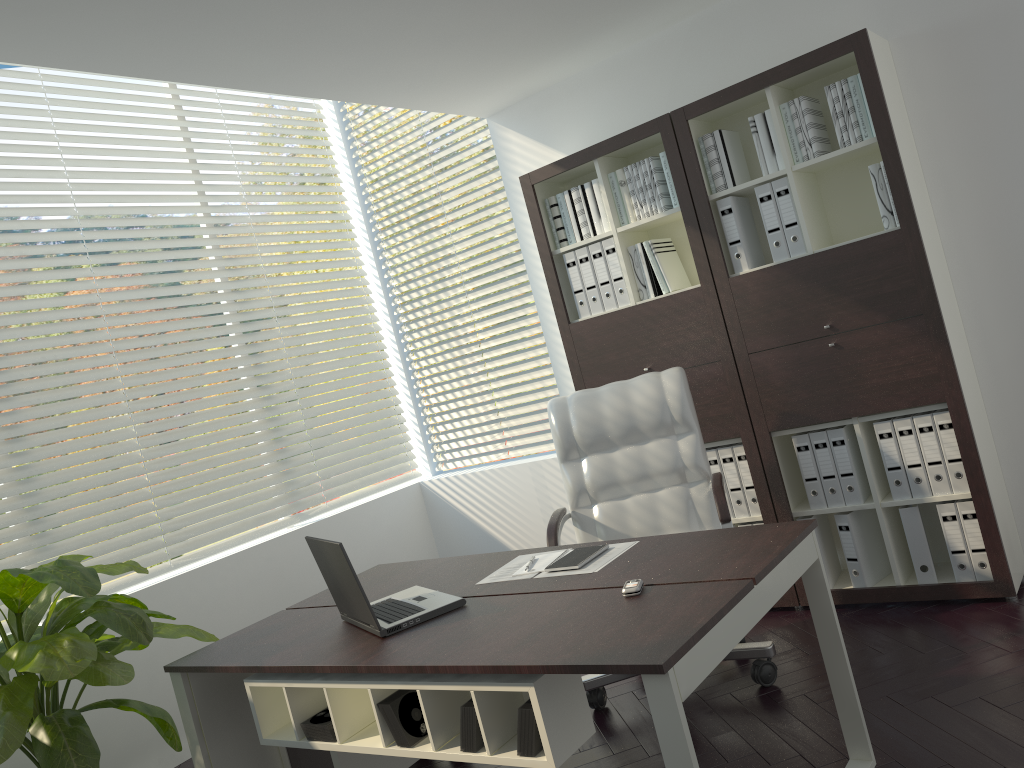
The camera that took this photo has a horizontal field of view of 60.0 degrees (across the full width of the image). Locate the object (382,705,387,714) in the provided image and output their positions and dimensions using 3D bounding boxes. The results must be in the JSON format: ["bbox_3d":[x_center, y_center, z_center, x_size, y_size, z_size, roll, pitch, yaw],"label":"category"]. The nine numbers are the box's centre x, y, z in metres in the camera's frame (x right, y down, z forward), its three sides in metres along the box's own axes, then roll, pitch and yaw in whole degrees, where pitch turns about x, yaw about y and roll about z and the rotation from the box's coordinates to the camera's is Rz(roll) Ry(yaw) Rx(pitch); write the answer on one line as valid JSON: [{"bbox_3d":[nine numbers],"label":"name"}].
[{"bbox_3d":[-0.268,0.867,2.334,0.040,0.113,0.133,-15,1,37],"label":"object"}]

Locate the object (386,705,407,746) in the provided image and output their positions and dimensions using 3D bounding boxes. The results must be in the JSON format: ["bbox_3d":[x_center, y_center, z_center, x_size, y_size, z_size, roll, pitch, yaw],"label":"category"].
[{"bbox_3d":[-0.257,0.864,2.326,0.040,0.113,0.133,-15,1,37],"label":"object"}]

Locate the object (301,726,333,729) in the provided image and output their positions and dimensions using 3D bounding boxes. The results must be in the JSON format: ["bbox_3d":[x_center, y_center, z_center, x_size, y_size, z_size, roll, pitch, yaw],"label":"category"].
[{"bbox_3d":[-0.512,0.949,2.528,0.119,0.002,0.133,-14,1,37],"label":"object"}]

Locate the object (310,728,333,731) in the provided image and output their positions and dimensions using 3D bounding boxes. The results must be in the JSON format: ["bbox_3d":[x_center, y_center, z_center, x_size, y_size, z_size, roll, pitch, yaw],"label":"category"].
[{"bbox_3d":[-0.510,0.953,2.527,0.119,0.002,0.133,-14,1,37],"label":"object"}]

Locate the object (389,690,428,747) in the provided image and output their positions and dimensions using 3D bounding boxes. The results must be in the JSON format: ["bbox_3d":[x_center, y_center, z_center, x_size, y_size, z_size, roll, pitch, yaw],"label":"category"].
[{"bbox_3d":[-0.247,0.861,2.317,0.039,0.113,0.133,-15,1,37],"label":"object"}]

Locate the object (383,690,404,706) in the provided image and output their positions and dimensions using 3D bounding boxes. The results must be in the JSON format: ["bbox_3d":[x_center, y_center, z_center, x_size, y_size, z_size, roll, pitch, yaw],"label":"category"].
[{"bbox_3d":[-0.266,0.866,2.332,0.039,0.113,0.133,-15,1,37],"label":"object"}]

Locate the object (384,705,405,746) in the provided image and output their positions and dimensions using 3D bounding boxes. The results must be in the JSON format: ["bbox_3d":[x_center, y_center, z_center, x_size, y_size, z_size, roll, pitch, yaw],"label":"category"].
[{"bbox_3d":[-0.263,0.866,2.330,0.040,0.113,0.133,-15,1,37],"label":"object"}]

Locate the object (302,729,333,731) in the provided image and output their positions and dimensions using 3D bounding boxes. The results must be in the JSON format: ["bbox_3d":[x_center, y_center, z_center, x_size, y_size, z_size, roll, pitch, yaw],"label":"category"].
[{"bbox_3d":[-0.509,0.955,2.527,0.119,0.002,0.133,-14,1,37],"label":"object"}]

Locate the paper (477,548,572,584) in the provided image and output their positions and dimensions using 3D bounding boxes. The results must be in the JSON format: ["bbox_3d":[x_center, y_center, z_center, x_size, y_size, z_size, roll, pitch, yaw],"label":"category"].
[{"bbox_3d":[0.042,0.589,2.871,0.210,0.001,0.291,-14,1,30],"label":"paper"}]

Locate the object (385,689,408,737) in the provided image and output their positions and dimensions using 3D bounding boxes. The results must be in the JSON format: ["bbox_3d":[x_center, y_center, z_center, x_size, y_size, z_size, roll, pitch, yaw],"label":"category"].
[{"bbox_3d":[-0.259,0.865,2.327,0.039,0.113,0.133,-15,1,37],"label":"object"}]

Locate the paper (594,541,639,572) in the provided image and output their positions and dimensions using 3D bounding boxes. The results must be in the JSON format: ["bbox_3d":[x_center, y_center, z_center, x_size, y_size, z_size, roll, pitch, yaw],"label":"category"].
[{"bbox_3d":[0.241,0.540,2.738,0.210,0.001,0.291,-14,1,35],"label":"paper"}]

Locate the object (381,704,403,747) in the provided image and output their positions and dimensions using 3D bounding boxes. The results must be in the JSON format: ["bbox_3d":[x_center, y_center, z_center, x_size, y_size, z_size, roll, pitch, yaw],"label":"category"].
[{"bbox_3d":[-0.270,0.868,2.335,0.040,0.113,0.133,-15,1,37],"label":"object"}]

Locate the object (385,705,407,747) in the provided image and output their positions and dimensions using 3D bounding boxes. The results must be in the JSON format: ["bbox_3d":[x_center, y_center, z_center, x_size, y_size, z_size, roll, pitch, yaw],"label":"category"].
[{"bbox_3d":[-0.259,0.865,2.327,0.040,0.113,0.133,-15,1,37],"label":"object"}]

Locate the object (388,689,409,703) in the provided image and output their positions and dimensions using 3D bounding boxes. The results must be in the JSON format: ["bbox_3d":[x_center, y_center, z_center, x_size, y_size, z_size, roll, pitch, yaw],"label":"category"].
[{"bbox_3d":[-0.257,0.864,2.325,0.039,0.113,0.133,-15,1,37],"label":"object"}]

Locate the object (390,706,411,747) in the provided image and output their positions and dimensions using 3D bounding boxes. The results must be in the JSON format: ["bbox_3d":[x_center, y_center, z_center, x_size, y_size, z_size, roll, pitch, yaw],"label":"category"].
[{"bbox_3d":[-0.247,0.862,2.317,0.040,0.113,0.133,-15,1,37],"label":"object"}]

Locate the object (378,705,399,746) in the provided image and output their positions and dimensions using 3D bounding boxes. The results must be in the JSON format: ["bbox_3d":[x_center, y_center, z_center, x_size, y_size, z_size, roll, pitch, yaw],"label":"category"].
[{"bbox_3d":[-0.281,0.870,2.344,0.040,0.113,0.133,-15,1,37],"label":"object"}]

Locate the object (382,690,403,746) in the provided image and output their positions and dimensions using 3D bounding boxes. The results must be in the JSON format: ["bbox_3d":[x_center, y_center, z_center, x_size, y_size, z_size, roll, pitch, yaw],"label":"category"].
[{"bbox_3d":[-0.270,0.867,2.335,0.039,0.113,0.133,-15,1,37],"label":"object"}]

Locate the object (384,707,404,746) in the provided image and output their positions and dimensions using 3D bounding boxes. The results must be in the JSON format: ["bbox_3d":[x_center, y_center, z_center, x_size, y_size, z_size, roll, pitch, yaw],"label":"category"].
[{"bbox_3d":[-0.266,0.867,2.333,0.040,0.113,0.133,-15,1,37],"label":"object"}]

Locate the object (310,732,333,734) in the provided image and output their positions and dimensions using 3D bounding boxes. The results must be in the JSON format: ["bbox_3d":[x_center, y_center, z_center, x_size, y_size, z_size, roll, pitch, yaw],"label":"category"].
[{"bbox_3d":[-0.505,0.961,2.526,0.119,0.002,0.133,-14,1,37],"label":"object"}]

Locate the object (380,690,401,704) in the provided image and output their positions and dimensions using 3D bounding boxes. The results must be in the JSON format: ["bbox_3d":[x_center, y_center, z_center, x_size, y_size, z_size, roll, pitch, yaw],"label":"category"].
[{"bbox_3d":[-0.275,0.869,2.339,0.039,0.113,0.133,-15,1,37],"label":"object"}]

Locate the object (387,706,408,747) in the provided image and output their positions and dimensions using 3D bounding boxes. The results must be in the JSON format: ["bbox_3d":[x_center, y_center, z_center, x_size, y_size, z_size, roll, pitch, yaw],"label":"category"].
[{"bbox_3d":[-0.256,0.864,2.324,0.040,0.113,0.133,-15,1,37],"label":"object"}]

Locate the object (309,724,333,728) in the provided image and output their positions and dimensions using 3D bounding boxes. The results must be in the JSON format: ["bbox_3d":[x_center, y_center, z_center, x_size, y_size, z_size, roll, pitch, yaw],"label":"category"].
[{"bbox_3d":[-0.514,0.945,2.529,0.119,0.002,0.133,-14,1,37],"label":"object"}]

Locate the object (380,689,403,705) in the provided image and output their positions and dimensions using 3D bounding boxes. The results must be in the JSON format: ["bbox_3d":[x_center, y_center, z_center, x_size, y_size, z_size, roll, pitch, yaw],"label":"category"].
[{"bbox_3d":[-0.273,0.868,2.338,0.039,0.113,0.133,-15,1,37],"label":"object"}]

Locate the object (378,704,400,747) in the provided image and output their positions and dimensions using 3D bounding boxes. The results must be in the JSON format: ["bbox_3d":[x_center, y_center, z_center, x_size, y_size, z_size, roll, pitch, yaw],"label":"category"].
[{"bbox_3d":[-0.279,0.870,2.342,0.040,0.113,0.133,-15,1,37],"label":"object"}]

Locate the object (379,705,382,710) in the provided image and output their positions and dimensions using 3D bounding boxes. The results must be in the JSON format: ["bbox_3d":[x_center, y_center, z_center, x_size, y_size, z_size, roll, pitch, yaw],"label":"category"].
[{"bbox_3d":[-0.277,0.869,2.341,0.040,0.113,0.133,-15,1,37],"label":"object"}]

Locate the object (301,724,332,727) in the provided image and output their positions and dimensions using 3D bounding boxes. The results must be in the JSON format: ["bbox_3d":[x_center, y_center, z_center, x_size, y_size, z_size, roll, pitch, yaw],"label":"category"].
[{"bbox_3d":[-0.514,0.945,2.529,0.119,0.002,0.133,-14,1,37],"label":"object"}]

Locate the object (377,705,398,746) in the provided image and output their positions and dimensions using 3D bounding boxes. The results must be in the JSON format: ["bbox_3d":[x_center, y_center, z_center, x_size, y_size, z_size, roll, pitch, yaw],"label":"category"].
[{"bbox_3d":[-0.284,0.871,2.346,0.040,0.113,0.133,-15,1,37],"label":"object"}]

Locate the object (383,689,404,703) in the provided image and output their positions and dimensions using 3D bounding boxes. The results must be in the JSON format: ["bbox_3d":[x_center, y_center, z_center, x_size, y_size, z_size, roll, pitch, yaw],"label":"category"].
[{"bbox_3d":[-0.271,0.868,2.337,0.039,0.113,0.133,-15,1,37],"label":"object"}]

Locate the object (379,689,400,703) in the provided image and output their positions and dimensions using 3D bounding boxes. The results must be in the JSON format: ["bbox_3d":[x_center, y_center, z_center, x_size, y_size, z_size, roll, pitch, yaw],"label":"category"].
[{"bbox_3d":[-0.282,0.870,2.345,0.039,0.113,0.133,-15,1,37],"label":"object"}]

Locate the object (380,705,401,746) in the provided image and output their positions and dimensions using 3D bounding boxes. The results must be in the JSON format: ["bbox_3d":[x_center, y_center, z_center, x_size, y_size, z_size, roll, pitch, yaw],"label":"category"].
[{"bbox_3d":[-0.275,0.869,2.340,0.040,0.113,0.133,-15,1,37],"label":"object"}]

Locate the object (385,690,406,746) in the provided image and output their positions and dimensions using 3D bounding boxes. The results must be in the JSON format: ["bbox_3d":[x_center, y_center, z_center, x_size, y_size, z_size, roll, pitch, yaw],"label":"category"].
[{"bbox_3d":[-0.261,0.865,2.328,0.039,0.113,0.133,-15,1,37],"label":"object"}]

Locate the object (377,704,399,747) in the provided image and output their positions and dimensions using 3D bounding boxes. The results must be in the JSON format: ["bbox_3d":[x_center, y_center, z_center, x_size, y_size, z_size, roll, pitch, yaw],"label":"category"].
[{"bbox_3d":[-0.282,0.871,2.345,0.040,0.113,0.133,-15,1,37],"label":"object"}]

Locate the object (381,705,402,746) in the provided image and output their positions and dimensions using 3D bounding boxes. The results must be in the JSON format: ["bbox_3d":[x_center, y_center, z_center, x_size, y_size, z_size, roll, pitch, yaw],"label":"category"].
[{"bbox_3d":[-0.272,0.868,2.337,0.040,0.113,0.133,-15,1,37],"label":"object"}]

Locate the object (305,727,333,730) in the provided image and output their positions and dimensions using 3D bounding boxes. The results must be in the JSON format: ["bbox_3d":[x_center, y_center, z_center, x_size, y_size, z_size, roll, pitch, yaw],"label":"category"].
[{"bbox_3d":[-0.511,0.951,2.528,0.119,0.002,0.133,-14,1,37],"label":"object"}]

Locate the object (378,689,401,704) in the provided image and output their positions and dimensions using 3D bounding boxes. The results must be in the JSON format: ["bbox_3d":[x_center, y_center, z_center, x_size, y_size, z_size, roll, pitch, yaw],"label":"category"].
[{"bbox_3d":[-0.280,0.870,2.343,0.039,0.113,0.133,-15,1,37],"label":"object"}]

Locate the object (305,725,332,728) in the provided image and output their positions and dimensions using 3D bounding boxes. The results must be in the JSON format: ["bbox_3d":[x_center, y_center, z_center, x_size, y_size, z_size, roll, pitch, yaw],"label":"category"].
[{"bbox_3d":[-0.513,0.947,2.529,0.119,0.002,0.133,-14,1,37],"label":"object"}]

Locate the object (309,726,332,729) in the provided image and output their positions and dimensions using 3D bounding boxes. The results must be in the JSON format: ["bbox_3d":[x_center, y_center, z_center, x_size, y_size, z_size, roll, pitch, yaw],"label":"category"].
[{"bbox_3d":[-0.512,0.949,2.528,0.119,0.002,0.133,-14,1,37],"label":"object"}]

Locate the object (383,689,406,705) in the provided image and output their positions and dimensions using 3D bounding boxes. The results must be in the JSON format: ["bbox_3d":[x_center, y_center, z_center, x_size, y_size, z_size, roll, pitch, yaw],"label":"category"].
[{"bbox_3d":[-0.264,0.866,2.331,0.039,0.113,0.133,-15,1,37],"label":"object"}]

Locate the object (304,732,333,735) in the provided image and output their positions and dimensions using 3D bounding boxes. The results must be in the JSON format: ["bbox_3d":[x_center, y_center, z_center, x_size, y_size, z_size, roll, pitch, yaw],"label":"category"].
[{"bbox_3d":[-0.504,0.963,2.525,0.119,0.002,0.133,-14,1,37],"label":"object"}]

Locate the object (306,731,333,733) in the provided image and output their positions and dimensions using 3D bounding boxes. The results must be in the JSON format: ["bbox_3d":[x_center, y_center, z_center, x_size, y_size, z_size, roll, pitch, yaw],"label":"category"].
[{"bbox_3d":[-0.506,0.959,2.526,0.119,0.002,0.133,-14,1,37],"label":"object"}]

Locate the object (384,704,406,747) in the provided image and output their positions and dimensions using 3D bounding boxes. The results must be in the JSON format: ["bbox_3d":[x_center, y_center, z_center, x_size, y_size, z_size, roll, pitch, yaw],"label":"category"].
[{"bbox_3d":[-0.261,0.865,2.328,0.040,0.113,0.133,-15,1,37],"label":"object"}]

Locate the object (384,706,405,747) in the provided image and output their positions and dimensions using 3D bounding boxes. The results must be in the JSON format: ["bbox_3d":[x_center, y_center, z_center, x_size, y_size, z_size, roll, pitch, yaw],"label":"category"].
[{"bbox_3d":[-0.265,0.866,2.331,0.040,0.113,0.133,-15,1,37],"label":"object"}]

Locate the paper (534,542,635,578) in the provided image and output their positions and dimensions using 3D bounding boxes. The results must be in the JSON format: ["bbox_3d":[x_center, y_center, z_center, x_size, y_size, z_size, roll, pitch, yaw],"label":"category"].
[{"bbox_3d":[0.228,0.542,2.739,0.210,0.001,0.291,-14,1,35],"label":"paper"}]

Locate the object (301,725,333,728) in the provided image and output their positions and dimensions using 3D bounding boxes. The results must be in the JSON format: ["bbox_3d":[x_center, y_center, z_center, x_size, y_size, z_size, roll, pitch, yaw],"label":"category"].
[{"bbox_3d":[-0.513,0.947,2.529,0.119,0.002,0.133,-14,1,37],"label":"object"}]

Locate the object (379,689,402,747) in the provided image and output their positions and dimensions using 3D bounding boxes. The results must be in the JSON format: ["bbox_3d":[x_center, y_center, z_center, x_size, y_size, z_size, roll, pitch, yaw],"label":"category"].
[{"bbox_3d":[-0.277,0.869,2.341,0.039,0.113,0.133,-15,1,37],"label":"object"}]

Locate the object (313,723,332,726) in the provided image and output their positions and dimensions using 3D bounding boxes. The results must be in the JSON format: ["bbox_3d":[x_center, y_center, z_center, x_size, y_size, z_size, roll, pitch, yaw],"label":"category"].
[{"bbox_3d":[-0.515,0.943,2.529,0.119,0.002,0.133,-14,1,37],"label":"object"}]

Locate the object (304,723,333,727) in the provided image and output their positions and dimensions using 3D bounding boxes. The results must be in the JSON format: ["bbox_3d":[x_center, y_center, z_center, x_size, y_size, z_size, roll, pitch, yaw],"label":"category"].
[{"bbox_3d":[-0.516,0.943,2.530,0.119,0.002,0.133,-14,1,37],"label":"object"}]

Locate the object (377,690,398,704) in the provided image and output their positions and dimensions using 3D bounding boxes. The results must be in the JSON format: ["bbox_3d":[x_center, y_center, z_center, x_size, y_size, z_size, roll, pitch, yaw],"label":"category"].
[{"bbox_3d":[-0.284,0.871,2.346,0.039,0.113,0.133,-15,1,37],"label":"object"}]

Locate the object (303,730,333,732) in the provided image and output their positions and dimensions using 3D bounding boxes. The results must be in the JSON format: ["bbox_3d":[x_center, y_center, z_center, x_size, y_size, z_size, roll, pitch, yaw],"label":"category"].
[{"bbox_3d":[-0.508,0.957,2.526,0.119,0.002,0.133,-14,1,37],"label":"object"}]

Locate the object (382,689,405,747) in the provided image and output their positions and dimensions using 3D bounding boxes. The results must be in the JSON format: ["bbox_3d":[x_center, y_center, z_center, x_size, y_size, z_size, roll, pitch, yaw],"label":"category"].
[{"bbox_3d":[-0.268,0.867,2.334,0.039,0.113,0.133,-15,1,37],"label":"object"}]

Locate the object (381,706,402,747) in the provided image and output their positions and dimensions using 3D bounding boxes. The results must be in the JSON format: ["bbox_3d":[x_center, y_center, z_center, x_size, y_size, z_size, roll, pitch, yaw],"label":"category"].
[{"bbox_3d":[-0.273,0.868,2.338,0.040,0.113,0.133,-15,1,37],"label":"object"}]

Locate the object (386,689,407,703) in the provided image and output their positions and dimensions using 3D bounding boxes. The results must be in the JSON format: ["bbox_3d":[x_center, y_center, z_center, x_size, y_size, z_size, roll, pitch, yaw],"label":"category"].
[{"bbox_3d":[-0.263,0.865,2.330,0.039,0.113,0.133,-15,1,37],"label":"object"}]
